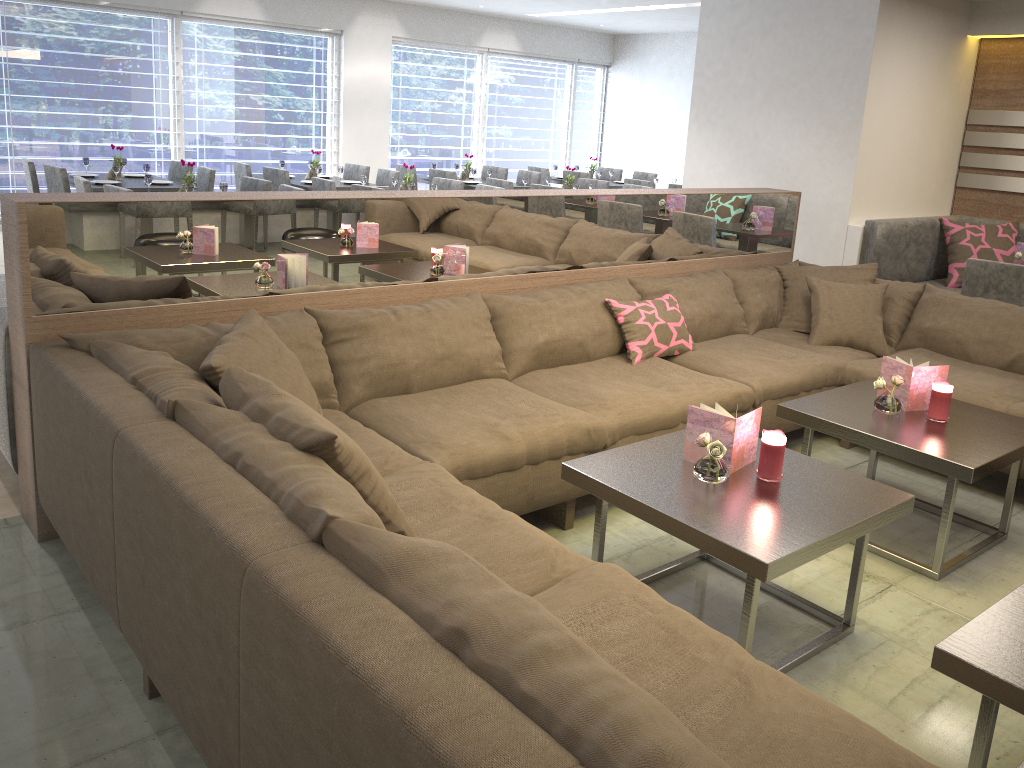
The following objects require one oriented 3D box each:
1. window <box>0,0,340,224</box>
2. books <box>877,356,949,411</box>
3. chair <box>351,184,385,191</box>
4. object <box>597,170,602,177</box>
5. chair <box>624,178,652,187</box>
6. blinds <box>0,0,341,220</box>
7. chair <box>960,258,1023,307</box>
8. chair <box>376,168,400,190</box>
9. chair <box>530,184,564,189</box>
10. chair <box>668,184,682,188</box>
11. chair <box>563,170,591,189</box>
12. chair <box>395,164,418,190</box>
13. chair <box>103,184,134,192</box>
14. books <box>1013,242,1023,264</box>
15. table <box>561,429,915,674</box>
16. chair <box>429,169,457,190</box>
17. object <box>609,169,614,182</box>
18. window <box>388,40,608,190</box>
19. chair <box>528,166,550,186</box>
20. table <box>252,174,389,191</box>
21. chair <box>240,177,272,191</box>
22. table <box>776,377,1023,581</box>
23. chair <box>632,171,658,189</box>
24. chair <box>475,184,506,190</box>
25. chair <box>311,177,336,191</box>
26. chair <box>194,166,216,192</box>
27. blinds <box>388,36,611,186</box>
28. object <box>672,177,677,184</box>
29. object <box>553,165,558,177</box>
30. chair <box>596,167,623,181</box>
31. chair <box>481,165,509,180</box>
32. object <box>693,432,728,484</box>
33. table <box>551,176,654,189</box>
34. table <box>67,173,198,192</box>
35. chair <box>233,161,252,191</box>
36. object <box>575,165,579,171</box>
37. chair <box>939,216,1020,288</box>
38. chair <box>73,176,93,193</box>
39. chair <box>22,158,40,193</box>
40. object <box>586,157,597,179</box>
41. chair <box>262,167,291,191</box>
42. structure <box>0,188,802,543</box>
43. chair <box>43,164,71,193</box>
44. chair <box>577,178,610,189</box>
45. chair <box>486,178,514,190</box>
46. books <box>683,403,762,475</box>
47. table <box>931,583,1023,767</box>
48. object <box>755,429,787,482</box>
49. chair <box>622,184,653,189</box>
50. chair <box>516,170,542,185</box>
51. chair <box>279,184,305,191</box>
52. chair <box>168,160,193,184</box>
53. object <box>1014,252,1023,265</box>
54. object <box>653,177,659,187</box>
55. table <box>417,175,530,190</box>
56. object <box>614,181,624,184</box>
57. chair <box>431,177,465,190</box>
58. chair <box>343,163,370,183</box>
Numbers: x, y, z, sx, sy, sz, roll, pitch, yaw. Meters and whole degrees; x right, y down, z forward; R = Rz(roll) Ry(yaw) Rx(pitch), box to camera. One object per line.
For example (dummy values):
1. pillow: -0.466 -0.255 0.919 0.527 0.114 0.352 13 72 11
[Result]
1. window: -4.773 -2.479 7.949 7.142 2.036 0.160 -10 19 -39
2. books: 1.403 -0.003 3.100 0.157 0.161 0.145 -2 16 -20
3. chair: -0.888 -1.081 6.534 0.495 0.749 0.482 -10 20 -44
4. object: 0.987 -2.350 9.989 0.053 0.137 0.054 5 14 7
5. chair: 1.424 -1.716 9.090 0.494 0.749 0.484 -6 17 -34
6. blinds: -4.712 -2.475 7.858 7.137 2.007 0.046 -10 19 -39
7. chair: 2.550 -0.265 4.557 0.482 0.749 0.496 16 19 40
8. chair: -1.338 -1.578 8.072 0.494 0.749 0.484 -6 17 -34
9. chair: 0.430 -1.327 7.612 0.495 0.749 0.482 -10 20 -44
10. chair: 1.802 -1.584 8.734 0.495 0.749 0.482 -10 20 -44
11. chair: 0.839 -1.988 9.864 0.495 0.749 0.482 -10 20 -44
12. chair: -0.912 -1.864 9.099 0.494 0.749 0.484 -6 17 -34
13. chair: -2.193 -0.838 5.468 0.495 0.749 0.482 -10 20 -44
14. books: 2.850 -0.680 4.803 0.157 0.161 0.145 -2 16 -20
15. table: 0.583 0.449 2.398 0.661 0.405 0.666 -9 20 -39
16. chair: -0.533 -1.732 8.743 0.495 0.749 0.482 -10 20 -44
17. object: 1.141 -2.397 10.176 0.053 0.137 0.054 5 14 7
18. window: -0.148 -3.343 11.730 3.679 2.036 0.160 -10 18 -39
19. chair: 0.461 -2.120 10.220 0.494 0.749 0.484 -6 17 -34
20. table: -1.782 -1.540 8.068 0.781 0.623 1.205 -9 20 -38
21. chair: -2.019 -1.076 6.286 0.495 0.749 0.482 -10 20 -44
22. table: 1.356 0.305 3.029 0.661 0.405 0.666 -9 20 -39
23. chair: 1.353 -2.080 10.271 0.494 0.749 0.484 -6 17 -34
24. chair: -0.375 -1.173 6.941 0.494 0.749 0.484 -6 17 -34
25. chair: -1.267 -1.213 6.890 0.494 0.749 0.484 -6 17 -34
26. chair: -2.643 -1.334 7.005 0.494 0.749 0.484 -6 17 -34
27. blinds: -0.072 -3.341 11.652 3.671 2.007 0.046 -10 18 -39
28. object: 1.735 -2.148 9.479 0.053 0.137 0.054 5 14 7
29. object: 0.511 -2.524 10.464 0.053 0.137 0.054 5 14 7
30. chair: 1.013 -2.226 10.682 0.495 0.749 0.482 -10 20 -44
31. chair: -0.359 -1.970 9.561 0.495 0.749 0.482 -10 20 -44
32. object: 0.522 0.192 2.320 0.096 0.127 0.102 13 17 32
33. table: 0.908 -2.042 10.267 0.781 0.623 1.205 -9 20 -38
34. table: -3.087 -1.296 7.001 0.781 0.623 1.205 -9 20 -38
35. chair: -2.230 -1.618 8.021 0.494 0.749 0.484 -6 17 -34
36. object: 0.775 -2.551 10.606 0.053 0.137 0.054 5 14 7
37. chair: 2.887 -0.792 5.421 0.491 0.420 0.300 4 14 3
38. chair: -2.572 -0.970 5.824 0.494 0.749 0.484 -6 17 -34
39. chair: -3.535 -1.374 6.954 0.494 0.749 0.484 -6 17 -34
40. object: 0.918 -2.476 10.158 0.104 0.271 0.156 -9 18 -41
41. chair: -1.851 -1.486 7.665 0.495 0.749 0.482 -10 20 -44
42. structure: 0.009 -0.313 3.777 3.794 0.990 0.227 -10 19 -39
43. chair: -3.156 -1.242 6.598 0.495 0.749 0.482 -10 20 -44
44. chair: 0.604 -1.566 8.430 0.495 0.749 0.482 -10 20 -44
45. chair: 0.051 -1.459 7.968 0.494 0.749 0.484 -6 17 -34
46. books: 0.607 0.152 2.426 0.258 0.161 0.145 7 15 13
47. table: 1.229 0.720 1.640 0.661 0.405 0.666 -9 20 -39
48. object: 0.695 0.189 2.362 0.076 0.126 0.076 9 15 21
49. chair: 0.943 -1.419 8.019 0.494 0.749 0.484 -6 17 -34
50. chair: -0.020 -1.824 9.149 0.494 0.749 0.484 -6 17 -34
51. chair: -1.680 -0.930 5.874 0.494 0.749 0.484 -6 17 -34
52. chair: -2.982 -1.480 7.416 0.495 0.749 0.482 -10 20 -44
53. object: 2.725 -0.640 4.696 0.107 0.123 0.096 4 14 2
54. object: 1.510 -2.106 9.295 0.053 0.137 0.054 5 14 7
55. table: -0.464 -1.786 9.146 0.781 0.623 1.205 -9 20 -38
56. object: 1.266 -2.301 10.094 0.217 0.015 0.221 7 17 12
57. chair: -0.714 -1.320 7.352 0.495 0.749 0.482 -10 20 -44
58. chair: -1.677 -1.724 8.483 0.495 0.749 0.482 -10 20 -44
